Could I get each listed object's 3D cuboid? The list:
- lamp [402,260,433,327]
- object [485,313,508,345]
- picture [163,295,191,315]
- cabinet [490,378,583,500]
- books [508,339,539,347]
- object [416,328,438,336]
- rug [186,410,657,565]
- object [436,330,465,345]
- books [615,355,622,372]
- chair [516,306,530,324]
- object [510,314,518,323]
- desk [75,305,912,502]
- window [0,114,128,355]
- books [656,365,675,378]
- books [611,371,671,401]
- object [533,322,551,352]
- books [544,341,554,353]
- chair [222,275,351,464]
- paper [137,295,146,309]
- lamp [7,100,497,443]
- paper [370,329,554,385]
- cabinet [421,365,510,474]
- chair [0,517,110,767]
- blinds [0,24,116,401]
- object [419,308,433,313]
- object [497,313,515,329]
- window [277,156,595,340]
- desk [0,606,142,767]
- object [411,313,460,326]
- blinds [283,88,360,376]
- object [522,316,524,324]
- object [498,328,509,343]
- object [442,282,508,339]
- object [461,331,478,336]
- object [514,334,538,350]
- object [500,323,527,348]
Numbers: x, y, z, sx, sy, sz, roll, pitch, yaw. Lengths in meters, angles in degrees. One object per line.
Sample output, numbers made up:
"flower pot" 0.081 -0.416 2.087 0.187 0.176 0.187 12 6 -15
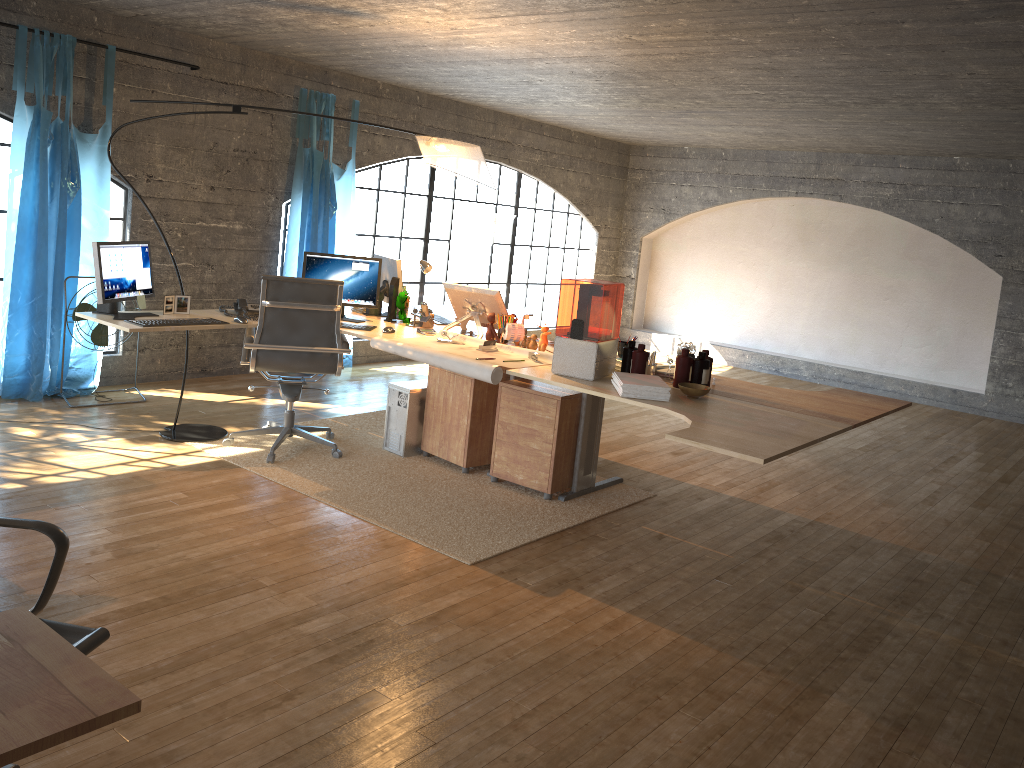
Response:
"lamp" -0.590 -0.561 5.411 0.105 0.405 0.209 1 8 -41
"object" -0.102 -0.317 5.017 0.094 0.176 0.228 3 9 -25
"picture" -1.853 -0.436 4.864 0.032 0.104 0.159 10 10 38
"cabinet" 0.178 0.286 4.865 0.430 0.566 0.427 11 9 35
"books" 0.099 -0.251 5.215 0.216 0.012 0.332 11 12 23
"object" -0.480 -0.302 5.137 0.109 0.022 0.140 -1 12 -32
"rug" -0.540 0.471 4.986 2.222 0.005 1.605 14 13 37
"object" -0.334 -0.258 4.876 0.159 0.063 0.054 7 8 5
"books" 0.560 -0.096 4.497 0.178 0.069 0.232 -4 14 -44
"chair" -0.192 -0.082 5.841 0.684 0.850 0.661 5 7 -6
"object" 0.022 -0.340 5.213 0.105 0.142 0.105 7 7 11
"desk" 0.055 0.196 4.835 3.503 0.731 3.269 14 13 37
"window" -4.170 -0.591 2.683 3.184 1.849 7.038 6 10 -2
"books" 0.787 -0.083 4.621 0.321 0.044 0.308 15 14 42
"books" 0.574 0.008 3.964 0.221 0.057 0.313 6 10 -2
"object" 0.164 -0.252 4.785 0.094 0.187 0.085 3 7 -29
"books" 0.290 -0.202 4.948 0.290 0.053 0.264 4 11 -12
"chair" -1.282 -0.127 5.058 0.651 1.005 0.693 4 7 -18
"paper" -1.976 -0.437 4.715 0.018 0.073 0.078 7 8 7
"lamp" -3.243 -0.775 4.930 6.230 1.917 0.390 5 6 -6
"paper" -0.248 -0.156 4.629 0.859 0.112 0.583 14 13 37
"cabinet" -0.214 0.182 5.199 0.473 0.566 0.430 -1 10 -44
"chair" -1.158 0.512 1.740 0.685 1.005 0.659 7 7 7
"blinds" -2.866 -1.050 5.613 0.260 2.275 0.669 9 7 32
"object" -0.600 -0.514 6.165 0.100 0.033 0.060 3 10 -17
"object" -0.039 -0.322 5.065 0.101 0.174 0.105 9 7 24
"window" -2.601 -1.004 5.691 3.930 1.831 12.346 9 11 16
"desk" -2.023 0.477 2.189 3.543 0.731 1.640 14 13 38
"object" -0.498 -0.430 5.838 0.187 0.011 0.497 1 12 -27
"blinds" -1.526 -1.167 7.306 0.858 2.396 0.263 0 8 -44
"object" 0.063 -0.350 5.404 0.046 0.130 0.045 10 7 32
"object" -0.046 -0.277 5.074 0.077 0.081 0.078 1 9 -34
"object" -0.218 -0.438 5.266 0.398 0.297 0.287 11 9 28
"object" -0.256 -0.311 5.305 0.097 0.024 0.108 -2 13 -38
"object" 0.088 -0.264 4.987 0.074 0.119 0.218 2 10 -33
"object" 0.009 -0.276 4.970 0.154 0.134 0.100 3 8 -17
